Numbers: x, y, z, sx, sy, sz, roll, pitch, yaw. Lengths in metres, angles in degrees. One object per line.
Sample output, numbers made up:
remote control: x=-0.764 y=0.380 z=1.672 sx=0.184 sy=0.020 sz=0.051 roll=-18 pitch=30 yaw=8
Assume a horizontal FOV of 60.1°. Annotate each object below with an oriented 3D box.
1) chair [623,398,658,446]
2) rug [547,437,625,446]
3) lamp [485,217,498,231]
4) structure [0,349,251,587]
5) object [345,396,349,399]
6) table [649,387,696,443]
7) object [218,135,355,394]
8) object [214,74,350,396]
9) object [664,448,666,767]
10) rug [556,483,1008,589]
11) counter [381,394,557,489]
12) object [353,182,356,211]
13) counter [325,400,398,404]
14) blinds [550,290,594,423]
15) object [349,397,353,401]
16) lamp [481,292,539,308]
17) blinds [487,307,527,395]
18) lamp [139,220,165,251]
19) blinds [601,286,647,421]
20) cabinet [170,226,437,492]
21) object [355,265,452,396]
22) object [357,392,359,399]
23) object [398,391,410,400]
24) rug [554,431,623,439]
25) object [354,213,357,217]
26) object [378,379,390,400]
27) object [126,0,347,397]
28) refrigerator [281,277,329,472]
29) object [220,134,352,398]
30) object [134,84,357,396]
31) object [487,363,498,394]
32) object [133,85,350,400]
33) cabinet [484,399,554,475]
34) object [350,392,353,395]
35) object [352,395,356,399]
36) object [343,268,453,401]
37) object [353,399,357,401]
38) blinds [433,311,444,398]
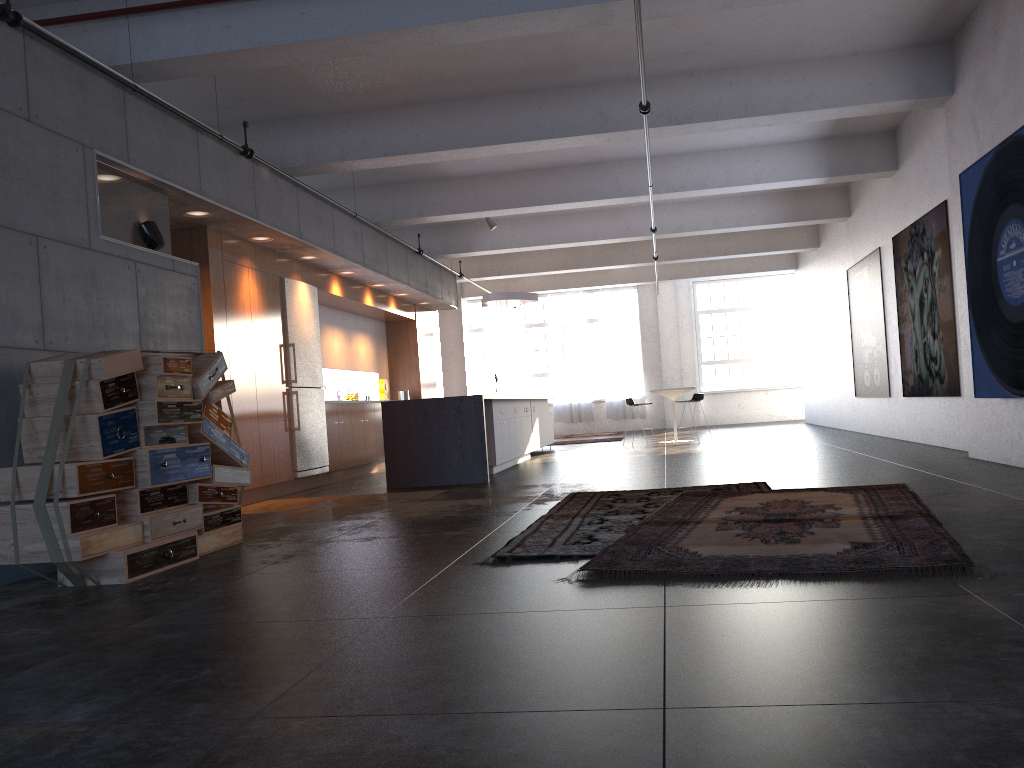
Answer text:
chair: x=2.222 y=0.686 z=15.498 sx=0.510 sy=0.895 sz=0.459 roll=-4 pitch=-1 yaw=-14
rug: x=0.873 y=1.232 z=18.473 sx=2.868 sy=0.029 sz=1.866 roll=-4 pitch=-2 yaw=8
lamp: x=-0.338 y=-2.593 z=14.127 sx=0.223 sy=0.287 sz=0.131 roll=-4 pitch=0 yaw=-8
structure: x=-2.236 y=0.439 z=5.427 sx=0.634 sy=1.315 sz=1.925 roll=-4 pitch=-1 yaw=10
object: x=-2.449 y=0.201 z=13.148 sx=0.053 sy=0.054 sz=0.061 roll=-4 pitch=-1 yaw=0
table: x=2.886 y=0.557 z=15.738 sx=0.823 sy=0.951 sz=0.834 roll=-4 pitch=-1 yaw=9
object: x=-2.368 y=0.151 z=13.264 sx=0.063 sy=0.051 sz=0.053 roll=-4 pitch=-1 yaw=1
object: x=-2.434 y=0.151 z=13.142 sx=0.058 sy=0.060 sz=0.051 roll=-5 pitch=-1 yaw=43
object: x=-1.689 y=1.337 z=10.089 sx=19.629 sy=0.001 sz=27.370 roll=-4 pitch=-2 yaw=9
rug: x=1.580 y=0.798 z=5.200 sx=1.854 sy=0.048 sz=3.566 roll=-5 pitch=-2 yaw=19
counter: x=-0.276 y=0.692 z=12.969 sx=1.135 sy=0.971 sz=6.697 roll=-4 pitch=-2 yaw=10
object: x=-2.358 y=0.191 z=13.211 sx=0.065 sy=0.053 sz=0.050 roll=-3 pitch=-1 yaw=-44
counter: x=-2.737 y=0.320 z=13.240 sx=1.598 sy=0.039 sz=4.488 roll=-4 pitch=-2 yaw=9
blinds: x=1.511 y=-0.823 z=23.162 sx=1.032 sy=3.697 sz=0.340 roll=-4 pitch=0 yaw=5
object: x=-2.385 y=0.225 z=13.136 sx=0.052 sy=0.053 sz=0.062 roll=-4 pitch=-1 yaw=-9
lamp: x=-0.154 y=-1.487 z=15.714 sx=1.027 sy=0.130 sz=1.059 roll=-3 pitch=-2 yaw=-35
blinds: x=-0.159 y=-0.691 z=23.389 sx=1.027 sy=3.674 sz=0.363 roll=-4 pitch=0 yaw=7
lamp: x=-2.744 y=-1.109 z=6.707 sx=0.213 sy=0.258 sz=0.170 roll=-4 pitch=-1 yaw=-10
blinds: x=2.858 y=-0.928 z=22.992 sx=1.025 sy=3.750 sz=0.343 roll=-4 pitch=0 yaw=6
cabinet: x=-3.268 y=-0.081 z=12.552 sx=2.365 sy=2.562 sz=8.156 roll=-4 pitch=-1 yaw=10
object: x=-2.328 y=0.151 z=13.230 sx=0.056 sy=0.060 sz=0.053 roll=-4 pitch=-1 yaw=32
object: x=-2.454 y=0.194 z=13.903 sx=0.059 sy=0.209 sz=0.145 roll=-4 pitch=-1 yaw=9
object: x=-1.845 y=0.206 z=15.107 sx=0.194 sy=0.170 sz=0.187 roll=-3 pitch=-1 yaw=-33
rug: x=1.205 y=1.324 z=22.179 sx=3.113 sy=0.009 sz=1.825 roll=-4 pitch=-2 yaw=7
object: x=-2.385 y=0.197 z=13.259 sx=0.051 sy=0.053 sz=0.063 roll=-4 pitch=-1 yaw=16
object: x=-2.092 y=0.106 z=14.495 sx=0.099 sy=0.381 sz=0.276 roll=-4 pitch=-1 yaw=10
object: x=-2.463 y=0.168 z=13.200 sx=0.052 sy=0.053 sz=0.062 roll=-3 pitch=-1 yaw=-33
refrigerator: x=-2.481 y=-0.097 z=10.440 sx=0.219 sy=2.190 sz=0.960 roll=-4 pitch=0 yaw=7
object: x=-2.436 y=-0.969 z=10.386 sx=0.056 sy=2.189 sz=5.631 roll=-4 pitch=-1 yaw=-1
object: x=-2.509 y=-0.983 z=9.778 sx=0.053 sy=2.168 sz=6.874 roll=-4 pitch=-1 yaw=2
object: x=-0.473 y=0.469 z=21.400 sx=1.173 sy=1.919 sz=1.062 roll=-4 pitch=-1 yaw=8
object: x=-2.434 y=0.213 z=13.209 sx=0.052 sy=0.053 sz=0.061 roll=-3 pitch=-1 yaw=-38
cabinet: x=-0.158 y=0.730 z=13.574 sx=0.916 sy=0.930 sz=5.683 roll=-4 pitch=-2 yaw=10
object: x=-2.798 y=-1.021 z=8.292 sx=0.058 sy=2.164 sz=9.926 roll=-4 pitch=-2 yaw=4
object: x=-2.124 y=-0.945 z=12.014 sx=0.054 sy=2.228 sz=2.388 roll=-4 pitch=-1 yaw=-15
object: x=-4.985 y=0.721 z=7.155 sx=0.937 sy=1.214 sz=13.358 roll=-4 pitch=-2 yaw=20
object: x=-1.725 y=-0.895 z=14.430 sx=0.056 sy=2.309 sz=2.967 roll=-4 pitch=-1 yaw=28
blinds: x=-1.632 y=-0.584 z=23.611 sx=1.020 sy=3.713 sz=0.316 roll=-4 pitch=0 yaw=6
